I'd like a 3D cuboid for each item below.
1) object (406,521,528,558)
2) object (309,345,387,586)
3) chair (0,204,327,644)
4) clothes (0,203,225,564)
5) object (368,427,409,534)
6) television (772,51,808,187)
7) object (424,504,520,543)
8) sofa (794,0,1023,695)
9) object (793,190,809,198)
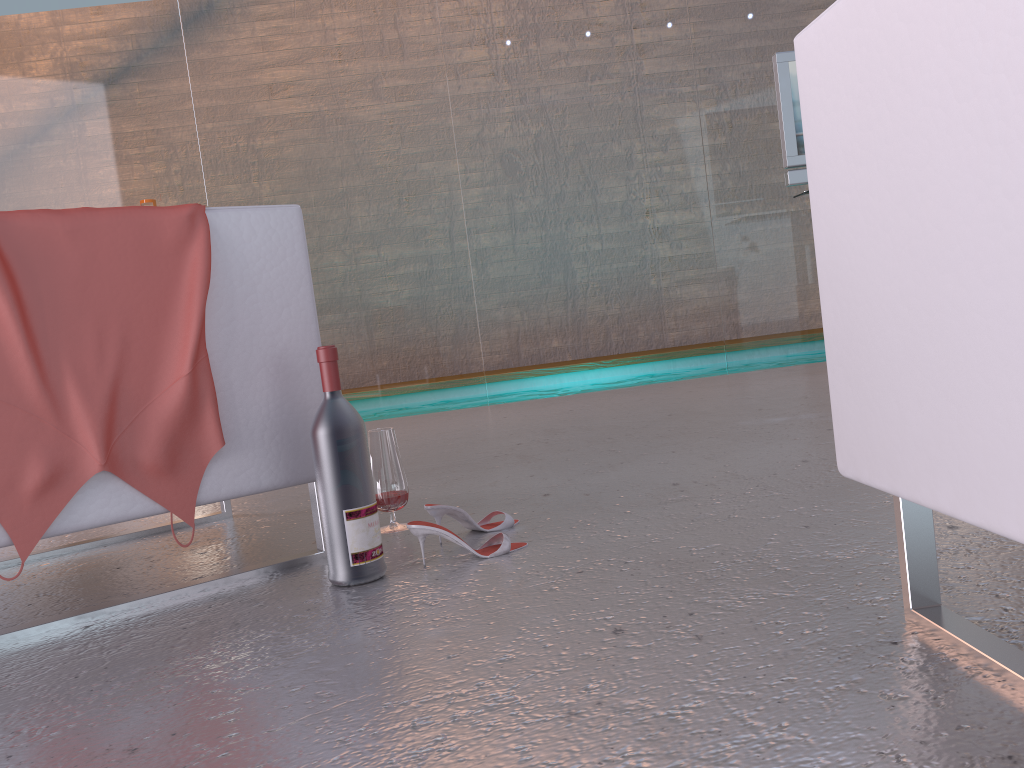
[{"bbox_3d":[-0.081,0.289,1.696,0.235,0.087,0.079,-9,4,-25],"label":"object"},{"bbox_3d":[-0.312,0.146,1.629,0.109,0.435,0.109,-6,4,24],"label":"object"},{"bbox_3d":[-1.030,0.034,1.895,1.026,0.808,0.936,-10,4,-33],"label":"chair"},{"bbox_3d":[-0.772,-0.016,1.612,0.574,0.604,0.254,-10,5,-33],"label":"clothes"},{"bbox_3d":[-0.285,0.219,2.034,0.091,0.233,0.091,-5,4,25],"label":"object"},{"bbox_3d":[1.813,-1.356,4.374,1.000,0.644,0.054,-7,4,-3],"label":"television"},{"bbox_3d":[-0.084,0.276,1.891,0.235,0.087,0.079,-10,5,-36],"label":"object"},{"bbox_3d":[1.575,-0.224,0.682,2.353,0.824,1.026,-7,4,-3],"label":"sofa"},{"bbox_3d":[1.913,-0.586,4.427,0.818,0.958,0.360,-7,4,-3],"label":"object"}]
